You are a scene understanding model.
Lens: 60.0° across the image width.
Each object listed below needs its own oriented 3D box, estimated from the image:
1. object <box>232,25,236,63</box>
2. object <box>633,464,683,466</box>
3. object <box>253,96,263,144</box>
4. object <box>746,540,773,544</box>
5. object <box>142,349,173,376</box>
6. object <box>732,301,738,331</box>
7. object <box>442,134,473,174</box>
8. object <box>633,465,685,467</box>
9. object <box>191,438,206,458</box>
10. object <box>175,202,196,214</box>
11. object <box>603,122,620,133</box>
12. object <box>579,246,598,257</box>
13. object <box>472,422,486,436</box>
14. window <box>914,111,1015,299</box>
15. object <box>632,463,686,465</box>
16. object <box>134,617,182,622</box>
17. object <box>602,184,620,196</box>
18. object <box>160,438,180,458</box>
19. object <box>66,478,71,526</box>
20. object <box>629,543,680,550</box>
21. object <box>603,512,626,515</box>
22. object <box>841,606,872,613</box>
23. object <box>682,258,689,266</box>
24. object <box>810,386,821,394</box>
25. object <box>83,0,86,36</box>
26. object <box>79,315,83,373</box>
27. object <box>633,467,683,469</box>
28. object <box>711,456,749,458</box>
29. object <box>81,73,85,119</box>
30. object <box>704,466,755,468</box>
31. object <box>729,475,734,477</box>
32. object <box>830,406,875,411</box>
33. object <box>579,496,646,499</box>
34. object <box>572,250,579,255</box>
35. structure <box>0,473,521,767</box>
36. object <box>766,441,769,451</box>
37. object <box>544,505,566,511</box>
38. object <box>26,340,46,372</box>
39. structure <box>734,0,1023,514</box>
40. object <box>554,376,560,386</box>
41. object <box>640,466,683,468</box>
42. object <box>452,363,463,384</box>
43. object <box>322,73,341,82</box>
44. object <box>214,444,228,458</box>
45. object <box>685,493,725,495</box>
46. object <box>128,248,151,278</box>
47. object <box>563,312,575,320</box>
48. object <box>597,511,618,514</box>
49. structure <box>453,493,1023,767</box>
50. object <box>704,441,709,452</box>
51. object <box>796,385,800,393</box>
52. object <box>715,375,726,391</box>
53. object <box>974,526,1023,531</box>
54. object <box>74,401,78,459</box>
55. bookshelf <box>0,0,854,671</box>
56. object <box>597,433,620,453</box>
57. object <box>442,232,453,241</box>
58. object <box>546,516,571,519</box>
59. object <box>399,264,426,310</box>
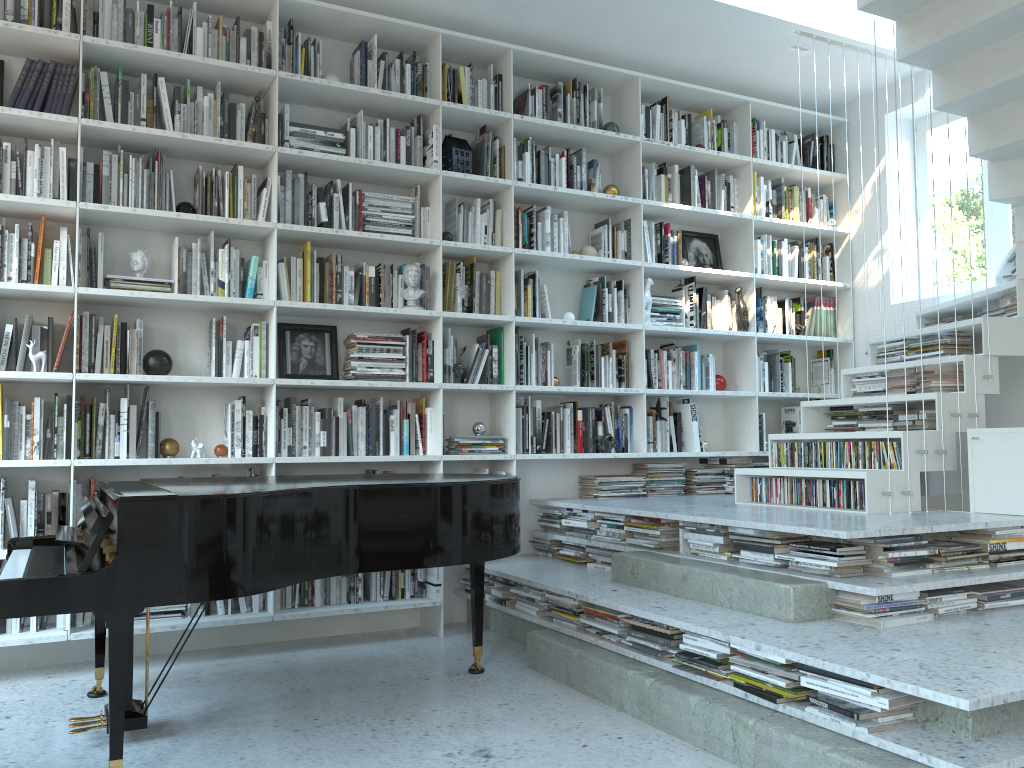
[{"bbox_3d":[-1.369,-1.604,4.342,0.010,0.246,0.157,1,-4,-27],"label":"object"},{"bbox_3d":[0.881,0.488,5.353,0.254,0.005,0.161,2,-5,-26],"label":"object"},{"bbox_3d":[-1.208,-1.249,4.239,0.075,0.254,0.075,-4,-5,42],"label":"object"},{"bbox_3d":[1.034,0.621,3.524,0.142,0.006,0.203,2,-5,-29],"label":"object"},{"bbox_3d":[-1.633,-0.092,4.086,0.133,0.135,0.134,-2,-4,22],"label":"object"},{"bbox_3d":[1.370,-0.411,5.644,0.022,0.211,0.179,1,-4,-27],"label":"object"},{"bbox_3d":[-0.301,-1.215,4.773,0.135,0.248,0.135,2,-4,-37],"label":"object"},{"bbox_3d":[0.880,0.494,5.356,0.285,0.005,0.159,2,-5,-27],"label":"object"},{"bbox_3d":[-1.448,0.294,4.093,0.060,0.095,0.078,0,-4,-10],"label":"object"},{"bbox_3d":[-1.532,-0.806,4.161,0.097,0.098,0.097,-2,-4,22],"label":"object"},{"bbox_3d":[0.580,-1.486,5.214,0.104,0.105,0.104,-2,-4,22],"label":"object"},{"bbox_3d":[0.446,-0.755,5.198,0.111,0.113,0.112,-4,-5,41],"label":"object"},{"bbox_3d":[-0.176,0.238,4.713,0.071,0.072,0.071,-2,-4,22],"label":"object"},{"bbox_3d":[2.881,-1.146,5.274,0.042,1.225,1.118,1,-4,-27],"label":"window"},{"bbox_3d":[0.886,0.482,5.346,0.285,0.005,0.159,1,-4,-22],"label":"object"},{"bbox_3d":[-1.642,1.059,4.029,0.254,0.007,0.161,1,-4,-24],"label":"object"},{"bbox_3d":[0.581,-1.118,5.198,0.100,0.101,0.100,-4,-5,41],"label":"object"},{"bbox_3d":[-1.585,0.296,4.097,0.091,0.092,0.091,-4,-5,41],"label":"object"},{"bbox_3d":[-1.965,0.562,3.926,0.017,0.290,0.089,1,-4,-27],"label":"object"},{"bbox_3d":[0.693,0.759,4.176,0.145,0.010,0.266,2,-5,-31],"label":"object"},{"bbox_3d":[0.570,0.644,4.444,0.144,0.005,0.257,2,-5,-27],"label":"object"},{"bbox_3d":[1.266,0.775,3.085,0.204,0.004,0.140,1,-4,-24],"label":"object"},{"bbox_3d":[1.045,-0.730,5.471,0.091,0.092,0.091,-2,-4,22],"label":"object"},{"bbox_3d":[2.049,0.047,5.986,0.071,0.072,0.071,-2,-4,22],"label":"object"},{"bbox_3d":[-1.954,-1.640,4.049,0.012,0.285,0.159,1,-4,-27],"label":"object"},{"bbox_3d":[-1.936,-0.165,3.978,0.012,0.270,0.130,1,-4,-27],"label":"object"},{"bbox_3d":[0.881,0.505,5.354,0.254,0.005,0.161,2,-5,-27],"label":"object"},{"bbox_3d":[1.368,0.456,5.557,0.130,0.015,0.210,2,-5,-28],"label":"object"},{"bbox_3d":[-1.950,-1.258,4.026,0.012,0.254,0.161,1,-4,-27],"label":"object"},{"bbox_3d":[1.359,0.518,5.549,0.144,0.004,0.295,2,-5,-29],"label":"object"},{"bbox_3d":[1.369,0.572,5.550,0.134,0.015,0.199,2,-5,-27],"label":"object"},{"bbox_3d":[1.814,0.129,4.720,0.161,0.025,0.174,1,-4,-23],"label":"object"},{"bbox_3d":[0.587,0.659,5.181,0.346,0.007,0.193,2,-5,-32],"label":"object"},{"bbox_3d":[0.354,-0.738,5.124,0.068,0.068,0.068,-4,-5,41],"label":"object"},{"bbox_3d":[-0.776,0.769,3.232,1.918,0.832,1.335,2,-4,-27],"label":"structure"},{"bbox_3d":[1.586,0.388,5.594,0.071,0.072,0.071,-2,-4,22],"label":"object"},{"bbox_3d":[0.302,0.690,4.974,0.131,0.024,0.290,1,-5,-25],"label":"object"},{"bbox_3d":[-2.008,-0.116,3.741,0.082,0.140,0.044,3,-5,-43],"label":"object"},{"bbox_3d":[1.833,-0.809,3.888,2.614,3.379,1.955,1,-4,-27],"label":"structure"},{"bbox_3d":[0.235,-0.008,5.031,0.071,0.072,0.071,-2,-4,22],"label":"object"},{"bbox_3d":[0.881,0.499,5.355,0.254,0.005,0.161,2,-5,-27],"label":"object"},{"bbox_3d":[-0.280,-0.054,4.611,0.054,0.113,0.079,1,-4,-28],"label":"object"},{"bbox_3d":[-0.922,-1.524,4.513,0.104,0.106,0.105,-4,-5,41],"label":"object"},{"bbox_3d":[-1.365,0.314,4.160,0.061,0.062,0.061,-2,-4,22],"label":"object"},{"bbox_3d":[1.212,0.677,5.514,0.328,0.008,0.207,2,-5,-27],"label":"object"},{"bbox_3d":[-1.720,-0.555,4.094,0.095,0.157,0.121,0,-4,-13],"label":"object"},{"bbox_3d":[0.325,-0.375,5.061,0.071,0.072,0.071,-2,-4,22],"label":"object"},{"bbox_3d":[0.557,0.638,4.438,0.159,0.007,0.285,2,-5,-30],"label":"object"},{"bbox_3d":[1.553,0.904,4.065,2.899,0.659,3.115,2,-5,-27],"label":"structure"},{"bbox_3d":[1.182,0.385,5.500,0.071,0.072,0.071,-2,-4,22],"label":"object"},{"bbox_3d":[1.864,0.038,5.847,0.071,0.072,0.071,-2,-4,22],"label":"object"},{"bbox_3d":[1.283,0.000,5.549,0.115,0.116,0.115,-4,-5,41],"label":"object"},{"bbox_3d":[1.914,0.558,3.548,0.284,0.030,0.177,2,-5,-27],"label":"object"},{"bbox_3d":[-1.938,0.207,3.940,0.012,0.254,0.161,1,-4,-27],"label":"object"},{"bbox_3d":[-0.615,-0.276,4.567,6.297,3.140,0.330,2,-4,-27],"label":"bookshelf"},{"bbox_3d":[0.544,0.335,4.996,0.160,0.114,0.064,3,-5,-39],"label":"object"},{"bbox_3d":[-0.347,-0.770,4.689,0.071,0.072,0.071,-2,-4,22],"label":"object"},{"bbox_3d":[0.299,0.742,4.969,0.135,0.011,0.221,1,-4,-23],"label":"object"},{"bbox_3d":[-0.513,-0.489,4.548,0.138,0.243,0.137,-2,-4,29],"label":"object"}]
